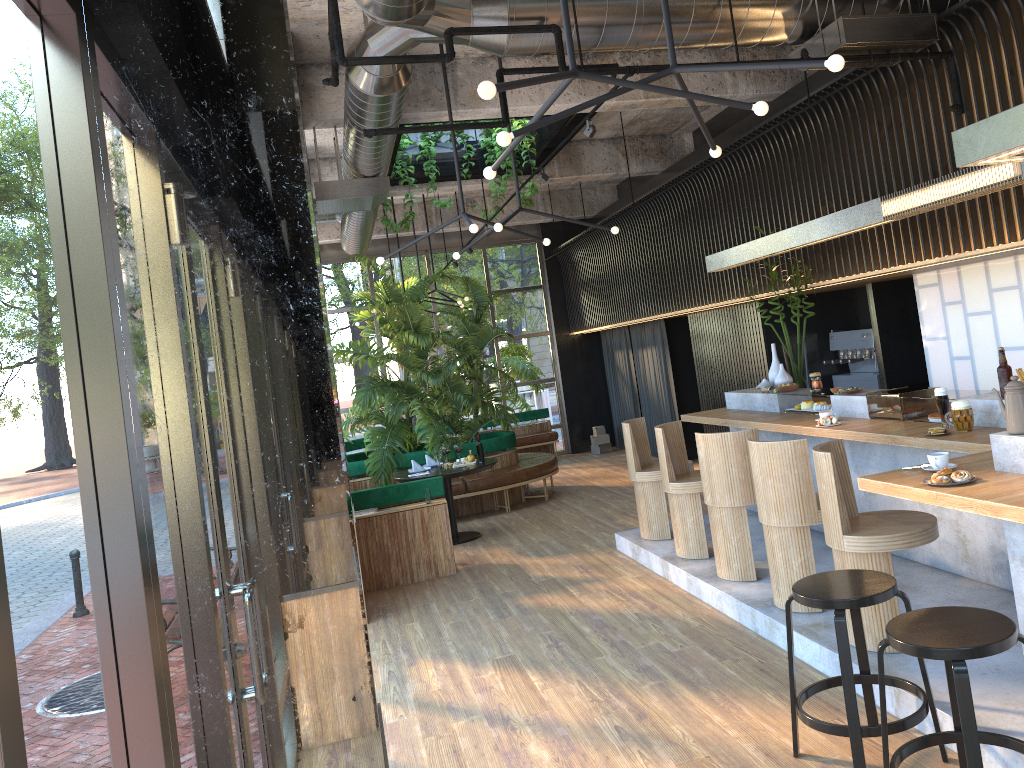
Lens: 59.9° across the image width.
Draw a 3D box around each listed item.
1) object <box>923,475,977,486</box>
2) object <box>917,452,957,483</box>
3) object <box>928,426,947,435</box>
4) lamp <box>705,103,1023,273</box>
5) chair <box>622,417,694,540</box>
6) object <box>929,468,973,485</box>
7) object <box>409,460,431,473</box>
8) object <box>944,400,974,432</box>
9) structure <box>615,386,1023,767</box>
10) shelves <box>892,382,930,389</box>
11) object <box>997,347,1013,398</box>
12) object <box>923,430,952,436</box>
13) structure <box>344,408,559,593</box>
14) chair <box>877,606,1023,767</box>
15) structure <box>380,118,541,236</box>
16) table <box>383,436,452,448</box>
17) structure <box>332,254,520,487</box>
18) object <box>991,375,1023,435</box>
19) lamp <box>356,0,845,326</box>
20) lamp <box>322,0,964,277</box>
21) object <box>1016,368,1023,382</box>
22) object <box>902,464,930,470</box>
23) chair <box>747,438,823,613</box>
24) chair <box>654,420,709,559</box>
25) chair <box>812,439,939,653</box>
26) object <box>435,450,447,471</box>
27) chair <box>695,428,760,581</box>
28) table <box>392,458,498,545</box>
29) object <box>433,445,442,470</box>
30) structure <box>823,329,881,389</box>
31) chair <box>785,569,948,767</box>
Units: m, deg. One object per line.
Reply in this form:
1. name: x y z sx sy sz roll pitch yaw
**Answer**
1. object: 1.756 0.388 3.563 0.199 0.013 0.213 -7 2 23
2. object: 1.768 0.352 3.706 0.176 0.073 0.430 -7 2 23
3. object: 2.322 0.255 4.844 0.094 0.041 0.146 -8 1 21
4. lamp: 3.555 -2.267 5.478 5.145 2.134 6.521 -8 1 -19
5. chair: 1.259 0.768 7.461 0.552 0.970 0.542 -8 -1 -3
6. object: 1.759 0.368 3.558 0.156 0.052 0.160 -7 2 31
7. object: -0.959 0.844 9.186 0.244 0.139 0.222 -8 1 -30
8. object: 2.446 0.172 4.838 0.115 0.172 0.132 -8 -1 -19
9. structure: 4.298 0.170 5.354 6.005 1.731 6.937 -8 2 -13
10. shelves: 4.065 0.030 8.448 0.538 0.035 0.845 -8 2 -13
11. object: 2.681 -0.065 4.831 0.072 0.277 0.077 -9 -2 23
12. object: 2.322 0.270 4.842 0.158 0.013 0.142 -10 2 -42
13. structure: 1.801 0.609 5.519 6.193 1.550 19.587 -8 2 -12
14. chair: 1.508 1.154 2.954 0.535 0.697 0.494 -8 -1 -23
15. structure: -0.524 -2.555 10.415 2.120 1.517 1.446 -8 0 15
16. table: -1.386 1.233 12.987 1.154 0.751 1.045 -8 1 -33
17. structure: -1.098 -0.060 11.541 2.540 3.438 2.551 -7 -1 -29
18. object: 2.050 0.082 3.610 0.204 0.234 0.124 -8 -1 45
19. lamp: 1.583 -2.151 5.900 5.223 1.824 18.408 -8 2 -11
20. lamp: -0.231 -2.172 9.733 3.898 1.532 9.750 -8 2 -14
21. object: 2.717 -0.007 4.668 0.104 0.162 0.106 -8 -1 21
22. object: 1.780 0.366 3.909 0.030 0.027 0.129 -8 1 -35
23. chair: 1.720 0.772 5.190 0.520 0.970 0.574 -9 -1 37
24. chair: 1.411 0.770 6.686 0.576 0.970 0.519 -7 -1 -38
25. chair: 1.852 0.776 4.449 0.521 0.970 0.573 -9 -1 34
26. object: -0.714 0.775 8.988 0.102 0.209 0.109 -8 -1 21
27. chair: 1.569 0.770 5.972 0.539 0.970 0.555 -8 -1 10
28. table: -0.641 1.242 9.207 1.158 0.751 1.042 -9 1 -45
29. object: -0.756 0.757 9.148 0.097 0.245 0.088 -7 -2 -31
30. structure: 3.749 0.190 9.344 0.564 1.595 0.816 -7 -1 -13
31. chair: 1.386 1.152 3.574 0.532 0.697 0.497 -8 -1 -18
